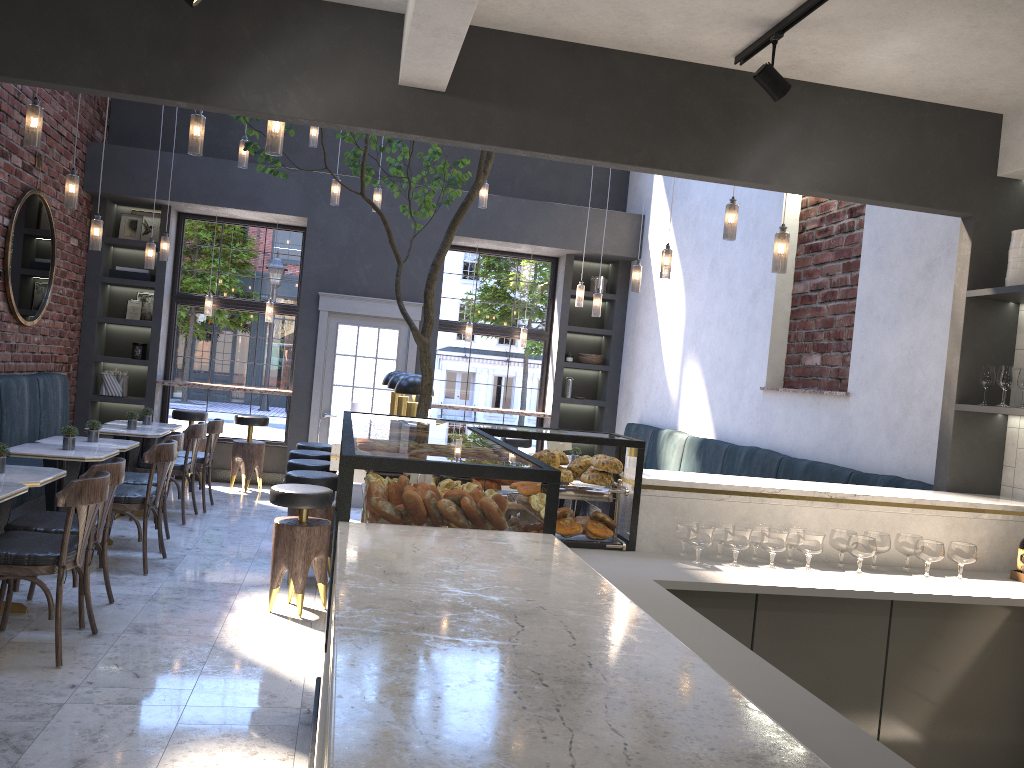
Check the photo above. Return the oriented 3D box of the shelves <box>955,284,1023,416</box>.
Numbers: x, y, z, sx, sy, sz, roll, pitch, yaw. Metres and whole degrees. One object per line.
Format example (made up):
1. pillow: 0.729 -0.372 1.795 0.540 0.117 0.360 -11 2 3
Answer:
1. shelves: 2.656 -0.104 2.563 0.300 0.580 3.599 5 1 -11

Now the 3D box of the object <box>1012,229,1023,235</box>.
1. object: 2.390 -0.683 4.092 0.153 0.070 0.153 6 1 36

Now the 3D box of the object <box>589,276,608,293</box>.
1. object: 1.047 -1.187 10.690 0.214 0.215 0.213 5 1 -1

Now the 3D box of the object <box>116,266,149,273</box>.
1. object: -4.139 -1.235 9.679 0.327 0.039 0.227 5 1 -21

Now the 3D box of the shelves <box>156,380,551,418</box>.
1. shelves: -1.730 0.177 10.188 4.403 0.043 0.384 5 0 -11

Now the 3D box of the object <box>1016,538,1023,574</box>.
1. object: 2.187 0.696 3.755 0.069 0.279 0.070 6 1 41

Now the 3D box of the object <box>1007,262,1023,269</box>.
1. object: 2.378 -0.525 4.103 0.153 0.062 0.153 6 1 19

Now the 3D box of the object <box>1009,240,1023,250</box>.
1. object: 2.385 -0.622 4.096 0.154 0.076 0.153 5 1 11

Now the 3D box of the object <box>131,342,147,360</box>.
1. object: -4.077 -0.359 9.702 0.152 0.181 0.152 6 1 27

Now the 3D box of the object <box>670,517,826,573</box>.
1. object: 0.938 0.640 3.540 0.575 0.147 0.255 5 1 -11

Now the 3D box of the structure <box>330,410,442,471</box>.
1. structure: -0.885 0.852 6.731 0.990 1.050 3.489 5 1 -11

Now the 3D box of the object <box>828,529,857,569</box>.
1. object: 1.364 0.679 3.658 0.114 0.147 0.114 5 1 -6

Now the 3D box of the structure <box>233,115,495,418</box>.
1. structure: -0.449 -1.575 5.735 3.742 5.989 2.807 6 1 33

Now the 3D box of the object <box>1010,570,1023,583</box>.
1. object: 2.299 0.829 3.704 0.307 0.038 0.231 5 0 -11

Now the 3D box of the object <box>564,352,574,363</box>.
1. object: 0.680 -0.318 10.613 0.117 0.119 0.117 5 1 -34

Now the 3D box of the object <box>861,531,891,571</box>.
1. object: 1.512 0.692 3.687 0.114 0.147 0.114 5 1 -6

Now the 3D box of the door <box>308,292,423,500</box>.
1. door: -1.630 0.171 9.667 1.132 2.219 0.152 5 1 -11

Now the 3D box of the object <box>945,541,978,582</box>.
1. object: 1.831 0.723 3.614 0.114 0.147 0.114 5 1 -6

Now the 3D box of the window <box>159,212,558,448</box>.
1. window: -0.463 -1.706 4.348 6.406 5.365 12.706 5 1 -11

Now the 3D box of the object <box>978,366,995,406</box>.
1. object: 2.263 0.008 4.231 0.070 0.188 0.070 5 1 -19

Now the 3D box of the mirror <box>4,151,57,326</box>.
1. mirror: -3.846 -1.214 5.987 0.036 1.510 4.772 5 1 -11

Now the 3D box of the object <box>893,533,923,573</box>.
1. object: 1.659 0.706 3.715 0.114 0.147 0.114 5 1 -6

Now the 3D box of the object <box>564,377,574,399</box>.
1. object: 0.677 0.047 10.579 0.098 0.248 0.098 6 1 29

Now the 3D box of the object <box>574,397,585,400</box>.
1. object: 0.804 0.170 10.579 0.130 0.026 0.130 5 1 -28

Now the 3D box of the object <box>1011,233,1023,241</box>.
1. object: 2.390 -0.651 4.094 0.152 0.067 0.153 6 1 35

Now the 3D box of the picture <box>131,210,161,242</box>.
1. picture: -4.056 -1.734 9.864 0.361 0.369 0.055 5 1 -11

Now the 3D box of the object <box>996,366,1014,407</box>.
1. object: 2.285 0.011 4.115 0.070 0.188 0.070 5 1 -19

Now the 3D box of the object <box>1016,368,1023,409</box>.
1. object: 2.392 0.021 4.136 0.070 0.188 0.070 5 1 -19

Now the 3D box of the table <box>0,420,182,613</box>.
1. table: -1.119 0.982 6.579 4.600 0.751 4.829 5 0 -11

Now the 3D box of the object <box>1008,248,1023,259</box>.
1. object: 2.380 -0.587 4.099 0.153 0.060 0.153 5 1 -28

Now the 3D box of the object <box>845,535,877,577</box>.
1. object: 1.388 0.682 3.529 0.114 0.147 0.114 5 1 -6

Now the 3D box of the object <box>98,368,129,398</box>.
1. object: -4.341 -0.028 9.679 0.250 0.323 0.241 5 1 -11

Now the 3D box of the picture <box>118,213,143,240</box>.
1. picture: -4.214 -1.723 9.799 0.230 0.313 0.061 5 1 -11

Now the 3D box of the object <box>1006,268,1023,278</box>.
1. object: 2.374 -0.495 4.104 0.153 0.074 0.154 5 1 -8

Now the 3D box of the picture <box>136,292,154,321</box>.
1. picture: -4.073 -0.858 9.901 0.247 0.326 0.044 5 1 -11

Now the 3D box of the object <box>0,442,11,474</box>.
1. object: -2.726 0.388 4.700 0.118 0.165 0.122 5 1 -33

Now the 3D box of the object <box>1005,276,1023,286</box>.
1. object: 2.369 -0.460 4.107 0.153 0.055 0.153 6 1 41

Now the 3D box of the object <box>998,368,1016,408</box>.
1. object: 2.371 0.018 4.251 0.070 0.188 0.070 5 1 -19

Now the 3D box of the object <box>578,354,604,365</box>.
1. object: 0.946 -0.296 10.687 0.304 0.124 0.305 5 1 10

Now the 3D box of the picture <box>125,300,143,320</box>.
1. picture: -4.200 -0.819 9.853 0.161 0.227 0.049 5 1 -10

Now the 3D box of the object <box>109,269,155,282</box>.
1. object: -4.138 -1.173 9.670 0.412 0.084 0.286 5 1 -11

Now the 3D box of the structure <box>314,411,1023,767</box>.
1. structure: 1.326 0.979 1.235 3.206 1.300 5.804 5 1 -11

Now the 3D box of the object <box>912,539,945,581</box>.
1. object: 1.684 0.709 3.586 0.114 0.147 0.114 5 1 -6

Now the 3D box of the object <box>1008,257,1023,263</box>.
1. object: 2.379 -0.557 4.101 0.154 0.075 0.153 5 1 -43
